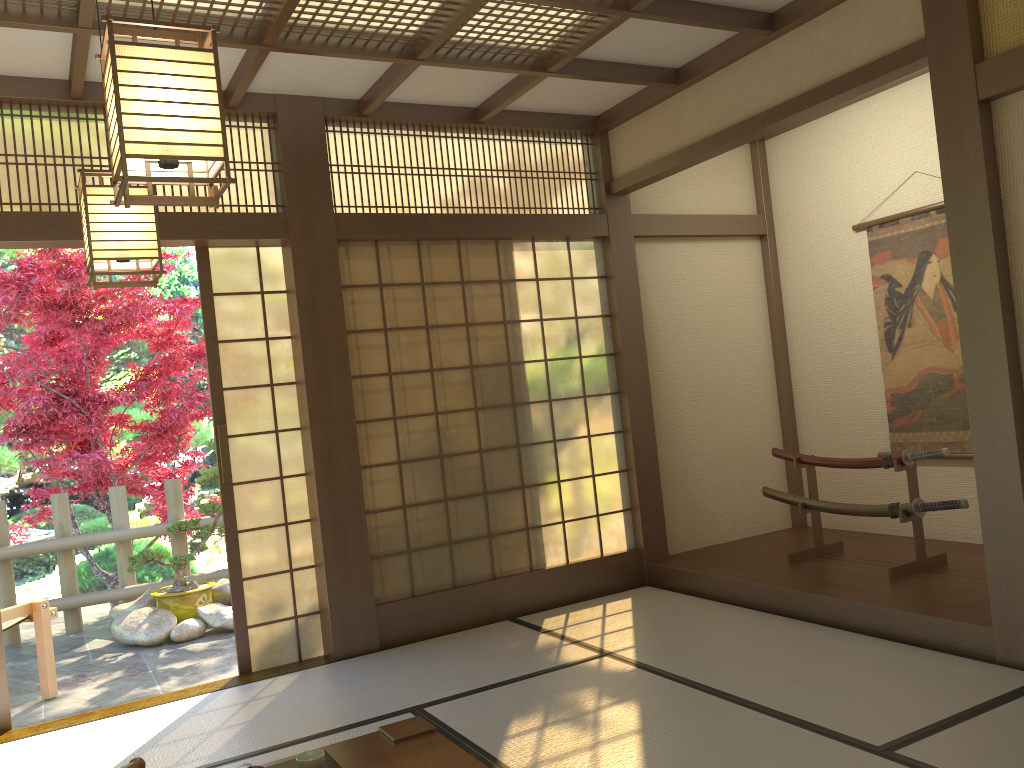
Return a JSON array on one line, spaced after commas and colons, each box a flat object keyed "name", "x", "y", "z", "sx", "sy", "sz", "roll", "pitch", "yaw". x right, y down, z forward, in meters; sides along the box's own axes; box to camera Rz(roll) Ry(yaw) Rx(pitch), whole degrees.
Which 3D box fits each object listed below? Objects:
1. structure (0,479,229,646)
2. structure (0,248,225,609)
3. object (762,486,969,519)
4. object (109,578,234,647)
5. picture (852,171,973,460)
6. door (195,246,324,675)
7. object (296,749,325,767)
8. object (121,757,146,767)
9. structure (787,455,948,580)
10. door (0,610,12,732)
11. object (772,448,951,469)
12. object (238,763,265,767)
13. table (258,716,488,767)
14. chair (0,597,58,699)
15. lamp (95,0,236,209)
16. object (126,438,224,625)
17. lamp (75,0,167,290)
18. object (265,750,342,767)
[{"name": "structure", "x": -2.541, "y": 1.286, "z": 6.944, "sx": 7.456, "sy": 1.136, "sz": 0.245, "roll": -6, "pitch": -1, "yaw": -28}, {"name": "structure", "x": -3.776, "y": 0.024, "z": 7.313, "sx": 3.412, "sy": 4.004, "sz": 3.045, "roll": -6, "pitch": -1, "yaw": 4}, {"name": "object", "x": 1.903, "y": 0.660, "z": 4.911, "sx": 0.100, "sy": 0.144, "sz": 1.369, "roll": -6, "pitch": -1, "yaw": -27}, {"name": "object", "x": -2.208, "y": 1.586, "z": 6.367, "sx": 1.260, "sy": 0.276, "sz": 1.147, "roll": -6, "pitch": -1, "yaw": -33}, {"name": "picture", "x": 2.489, "y": -0.411, "z": 5.277, "sx": 0.038, "sy": 1.725, "sz": 0.952, "roll": -6, "pitch": -1, "yaw": -29}, {"name": "door", "x": -0.694, "y": 0.323, "z": 5.042, "sx": 1.894, "sy": 2.380, "sz": 0.073, "roll": -6, "pitch": -1, "yaw": -29}, {"name": "object", "x": -0.524, "y": 0.994, "z": 2.314, "sx": 0.074, "sy": 0.052, "sz": 0.073, "roll": -6, "pitch": -1, "yaw": 15}, {"name": "object", "x": -0.742, "y": 0.894, "z": 1.724, "sx": 0.219, "sy": 0.296, "sz": 0.226, "roll": -6, "pitch": -1, "yaw": -34}, {"name": "structure", "x": 1.936, "y": 0.706, "z": 4.948, "sx": 0.446, "sy": 0.604, "sz": 0.712, "roll": -6, "pitch": -1, "yaw": -29}, {"name": "door", "x": -3.248, "y": 0.578, "z": 3.646, "sx": 1.894, "sy": 2.380, "sz": 0.073, "roll": -6, "pitch": -1, "yaw": -29}, {"name": "object", "x": 1.886, "y": 0.408, "z": 4.893, "sx": 0.086, "sy": 0.121, "sz": 1.186, "roll": -6, "pitch": -1, "yaw": -27}, {"name": "object", "x": -0.660, "y": 0.990, "z": 2.206, "sx": 0.100, "sy": 0.080, "sz": 0.100, "roll": -6, "pitch": -1, "yaw": -29}, {"name": "table", "x": -0.461, "y": 1.182, "z": 1.985, "sx": 1.000, "sy": 0.350, "sz": 1.000, "roll": -6, "pitch": -1, "yaw": -29}, {"name": "chair", "x": -2.959, "y": 1.466, "z": 4.734, "sx": 0.698, "sy": 0.598, "sz": 0.704, "roll": -6, "pitch": -1, "yaw": 18}, {"name": "lamp", "x": -0.824, "y": -0.959, "z": 2.007, "sx": 0.240, "sy": 1.129, "sz": 0.240, "roll": -6, "pitch": -1, "yaw": -29}, {"name": "object", "x": -2.224, "y": 1.033, "z": 6.412, "sx": 1.032, "sy": 1.362, "sz": 0.586, "roll": -6, "pitch": -1, "yaw": -2}, {"name": "lamp", "x": -1.376, "y": -0.886, "z": 3.030, "sx": 0.240, "sy": 1.129, "sz": 0.240, "roll": -6, "pitch": -1, "yaw": -29}, {"name": "object", "x": -0.626, "y": 1.034, "z": 2.253, "sx": 0.400, "sy": 0.007, "sz": 0.300, "roll": -6, "pitch": -1, "yaw": -29}]
